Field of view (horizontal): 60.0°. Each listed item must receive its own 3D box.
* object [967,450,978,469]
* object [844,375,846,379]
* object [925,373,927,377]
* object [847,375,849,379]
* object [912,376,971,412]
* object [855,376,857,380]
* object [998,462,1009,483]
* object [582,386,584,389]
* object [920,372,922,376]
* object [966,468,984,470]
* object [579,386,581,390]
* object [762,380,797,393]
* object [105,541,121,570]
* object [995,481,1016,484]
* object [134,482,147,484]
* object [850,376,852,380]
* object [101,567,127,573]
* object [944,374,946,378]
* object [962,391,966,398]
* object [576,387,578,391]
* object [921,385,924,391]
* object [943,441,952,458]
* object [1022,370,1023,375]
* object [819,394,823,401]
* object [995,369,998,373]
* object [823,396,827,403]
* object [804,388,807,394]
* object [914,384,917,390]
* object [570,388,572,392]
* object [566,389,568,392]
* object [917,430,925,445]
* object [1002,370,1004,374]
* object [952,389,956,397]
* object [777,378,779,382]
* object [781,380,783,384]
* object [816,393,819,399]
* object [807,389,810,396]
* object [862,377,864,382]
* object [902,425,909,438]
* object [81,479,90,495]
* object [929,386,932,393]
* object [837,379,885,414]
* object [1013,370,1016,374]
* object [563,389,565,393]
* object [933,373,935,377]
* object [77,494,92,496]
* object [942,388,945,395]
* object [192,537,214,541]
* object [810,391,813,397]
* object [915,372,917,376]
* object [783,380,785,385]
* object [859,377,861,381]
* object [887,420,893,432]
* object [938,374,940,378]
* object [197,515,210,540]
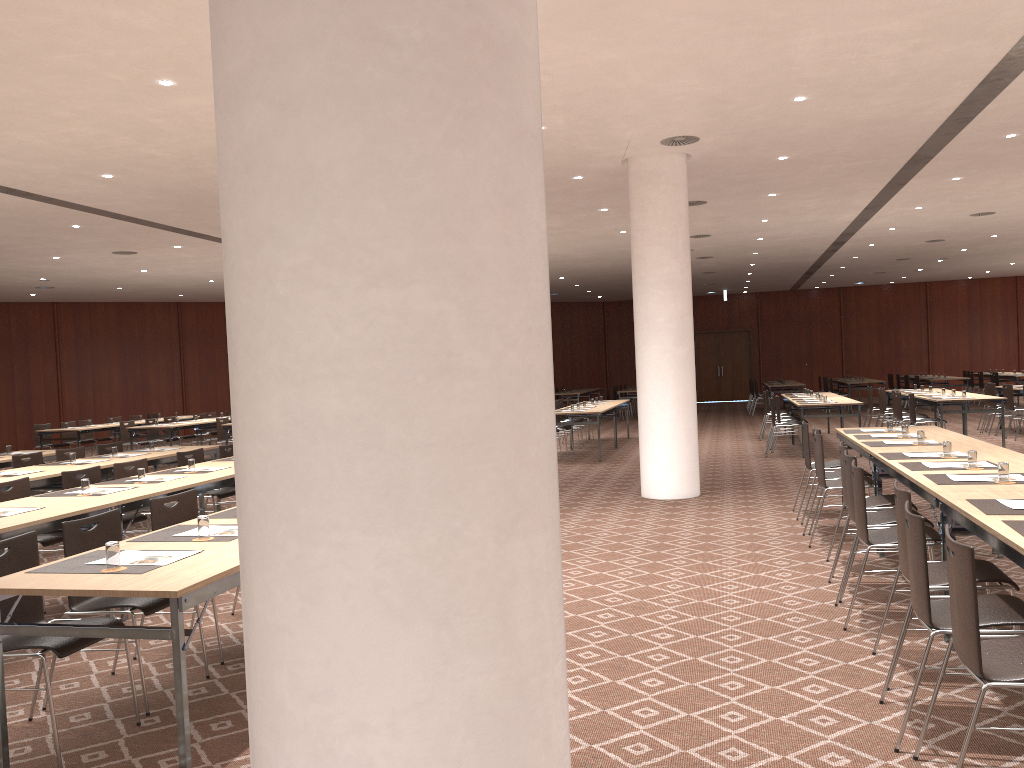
[{"bbox_3d":[2.925,0.479,5.633,0.054,0.114,0.054,-3,2,-20],"label":"object"},{"bbox_3d":[10.114,-0.219,26.919,0.054,0.114,0.054,-3,2,-20],"label":"object"},{"bbox_3d":[11.752,-0.265,25.182,0.054,0.114,0.054,-3,2,-20],"label":"object"},{"bbox_3d":[9.961,-0.201,26.282,0.054,0.114,0.054,-3,2,-20],"label":"object"},{"bbox_3d":[11.478,0.250,23.767,0.953,0.833,2.266,-2,1,14],"label":"object"},{"bbox_3d":[9.587,-0.156,24.707,0.054,0.114,0.054,-4,2,-43],"label":"object"},{"bbox_3d":[2.766,0.497,4.991,0.054,0.114,0.054,-3,2,-20],"label":"object"},{"bbox_3d":[2.305,0.110,28.816,0.054,0.114,0.054,-4,2,-43],"label":"object"},{"bbox_3d":[11.914,-0.283,25.820,0.054,0.114,0.054,-3,2,-20],"label":"object"},{"bbox_3d":[2.931,0.537,5.615,0.102,0.001,0.102,-3,1,-20],"label":"object"},{"bbox_3d":[2.156,0.127,28.175,0.054,0.114,0.054,-4,2,-43],"label":"object"},{"bbox_3d":[8.125,0.351,26.915,0.953,0.833,2.266,-2,1,14],"label":"object"},{"bbox_3d":[-1.686,0.725,3.747,0.054,0.114,0.054,-3,2,-20],"label":"object"},{"bbox_3d":[2.776,0.555,4.986,0.102,0.001,0.102,-3,1,-20],"label":"object"},{"bbox_3d":[-2.948,0.784,7.039,0.102,0.001,0.102,-3,1,2],"label":"object"},{"bbox_3d":[9.805,-0.183,25.661,0.054,0.114,0.054,-3,2,-20],"label":"object"},{"bbox_3d":[-1.677,0.782,3.736,0.102,0.001,0.102,-3,1,-20],"label":"object"},{"bbox_3d":[11.220,-0.202,22.974,0.054,0.114,0.054,-3,2,-20],"label":"object"},{"bbox_3d":[6.890,0.160,13.514,0.054,0.114,0.054,-3,1,2],"label":"object"},{"bbox_3d":[2.011,0.145,27.549,0.054,0.114,0.054,-4,2,-43],"label":"object"},{"bbox_3d":[7.571,0.080,16.364,0.054,0.114,0.054,-4,2,-43],"label":"object"},{"bbox_3d":[3.073,0.461,6.262,0.054,0.114,0.054,-3,2,-20],"label":"object"},{"bbox_3d":[13.321,-0.302,23.125,0.054,0.114,0.054,-4,2,-43],"label":"object"},{"bbox_3d":[5.095,0.224,14.632,0.054,0.114,0.054,-3,2,-20],"label":"object"},{"bbox_3d":[13.847,-0.364,25.347,0.054,0.114,0.054,-3,2,-20],"label":"object"},{"bbox_3d":[4.942,0.242,13.990,0.054,0.114,0.054,-3,2,-20],"label":"object"},{"bbox_3d":[5.773,0.144,17.457,0.054,0.114,0.054,-4,2,-43],"label":"object"},{"bbox_3d":[7.726,0.062,16.987,0.054,0.114,0.054,-4,2,-43],"label":"object"},{"bbox_3d":[1.770,0.172,26.607,0.054,0.114,0.054,-3,2,-20],"label":"object"},{"bbox_3d":[1.614,0.190,25.973,0.054,0.114,0.054,-3,2,-20],"label":"object"},{"bbox_3d":[3.314,0.434,7.186,0.054,0.114,0.054,-3,2,-20],"label":"object"},{"bbox_3d":[13.691,-0.346,24.712,0.054,0.114,0.054,-3,2,-20],"label":"object"},{"bbox_3d":[7.049,0.142,14.154,0.054,0.114,0.054,-3,1,2],"label":"object"},{"bbox_3d":[8.027,-0.119,26.747,0.054,0.114,0.054,-3,2,-20],"label":"object"},{"bbox_3d":[7.484,-0.057,24.555,0.054,0.114,0.054,-4,2,-43],"label":"object"},{"bbox_3d":[5.252,0.206,15.252,0.054,0.114,0.054,-3,2,-20],"label":"object"},{"bbox_3d":[5.624,0.162,16.839,0.054,0.114,0.054,-4,2,-43],"label":"object"},{"bbox_3d":[9.286,-0.121,23.451,0.054,0.114,0.054,-4,2,-43],"label":"object"},{"bbox_3d":[3.467,0.416,7.821,0.054,0.114,0.054,-4,2,-43],"label":"object"},{"bbox_3d":[-3.084,0.743,6.412,0.054,0.114,0.054,-4,2,-43],"label":"object"},{"bbox_3d":[7.428,0.097,15.735,0.054,0.114,0.054,-4,2,-43],"label":"object"},{"bbox_3d":[9.536,0.332,24.239,0.953,0.833,2.266,-2,1,14],"label":"object"},{"bbox_3d":[13.470,-0.320,23.764,0.054,0.114,0.054,-4,2,-43],"label":"object"},{"bbox_3d":[1.481,0.207,25.345,0.054,0.114,0.054,-3,2,-20],"label":"object"},{"bbox_3d":[11.532,-0.238,24.240,0.054,0.114,0.054,-3,2,-20],"label":"object"},{"bbox_3d":[-3.086,0.801,6.402,0.102,0.001,0.102,-3,1,2],"label":"object"},{"bbox_3d":[7.192,0.125,14.780,0.054,0.114,0.054,-3,1,2],"label":"object"},{"bbox_3d":[-1.520,0.764,4.364,0.102,0.001,0.102,-3,1,-20],"label":"object"},{"bbox_3d":[5.477,0.179,16.210,0.054,0.114,0.054,-4,2,-43],"label":"object"},{"bbox_3d":[12.055,-0.300,26.445,0.054,0.114,0.054,-3,2,-20],"label":"object"},{"bbox_3d":[7.334,-0.039,23.928,0.054,0.114,0.054,-4,2,-43],"label":"object"},{"bbox_3d":[9.441,-0.139,24.079,0.054,0.114,0.054,-4,2,-43],"label":"object"},{"bbox_3d":[3.604,0.399,8.455,0.054,0.114,0.054,-3,2,-20],"label":"object"},{"bbox_3d":[11.371,-0.220,23.606,0.054,0.114,0.054,-3,2,-20],"label":"object"},{"bbox_3d":[-1.519,0.706,4.370,0.054,0.114,0.054,-4,2,-43],"label":"object"}]
